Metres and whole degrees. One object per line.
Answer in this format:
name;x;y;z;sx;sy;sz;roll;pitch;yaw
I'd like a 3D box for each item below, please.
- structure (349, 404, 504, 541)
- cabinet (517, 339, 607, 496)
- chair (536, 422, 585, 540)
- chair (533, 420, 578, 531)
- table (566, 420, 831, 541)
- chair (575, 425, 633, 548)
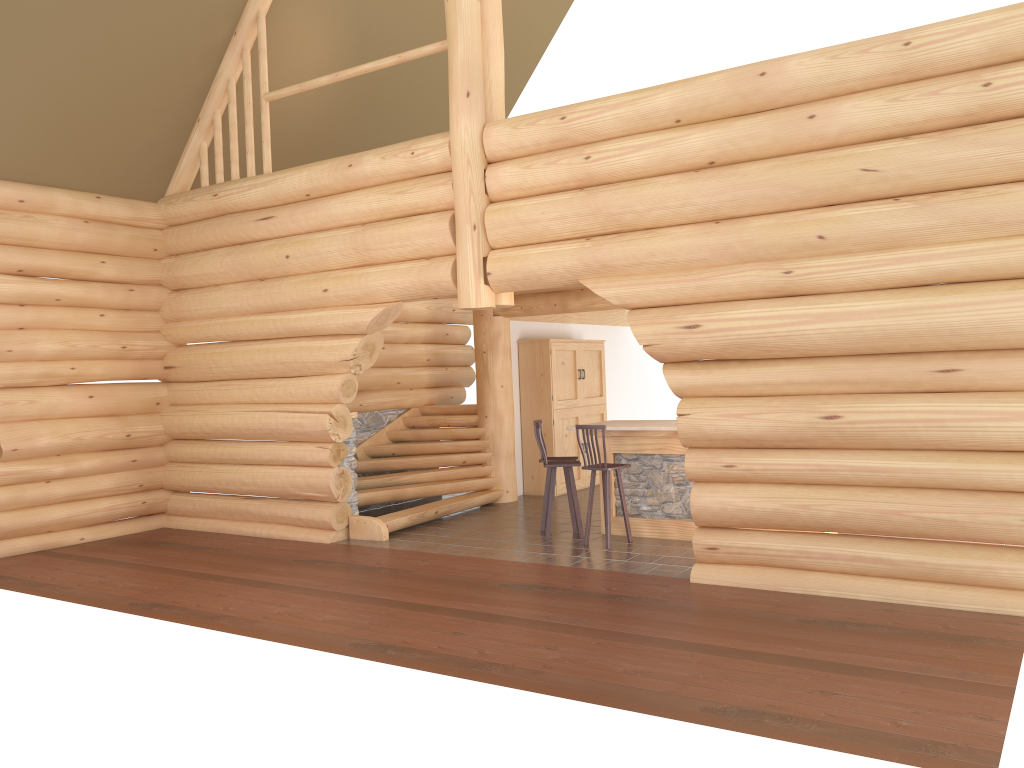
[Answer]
structure;-1.571;1.000;12.394;1.951;1.643;3.604;-2;1;27
cabinet;0.889;0.493;14.425;0.670;2.403;1.847;-2;1;33
chair;0.557;1.103;10.228;0.504;1.319;0.406;-2;1;2
chair;0.545;1.097;10.750;0.504;1.319;0.406;-2;1;13
table;2.323;1.070;9.994;3.220;1.257;1.196;-2;1;33
chair;1.016;1.092;9.719;0.406;1.319;0.504;-1;1;43
